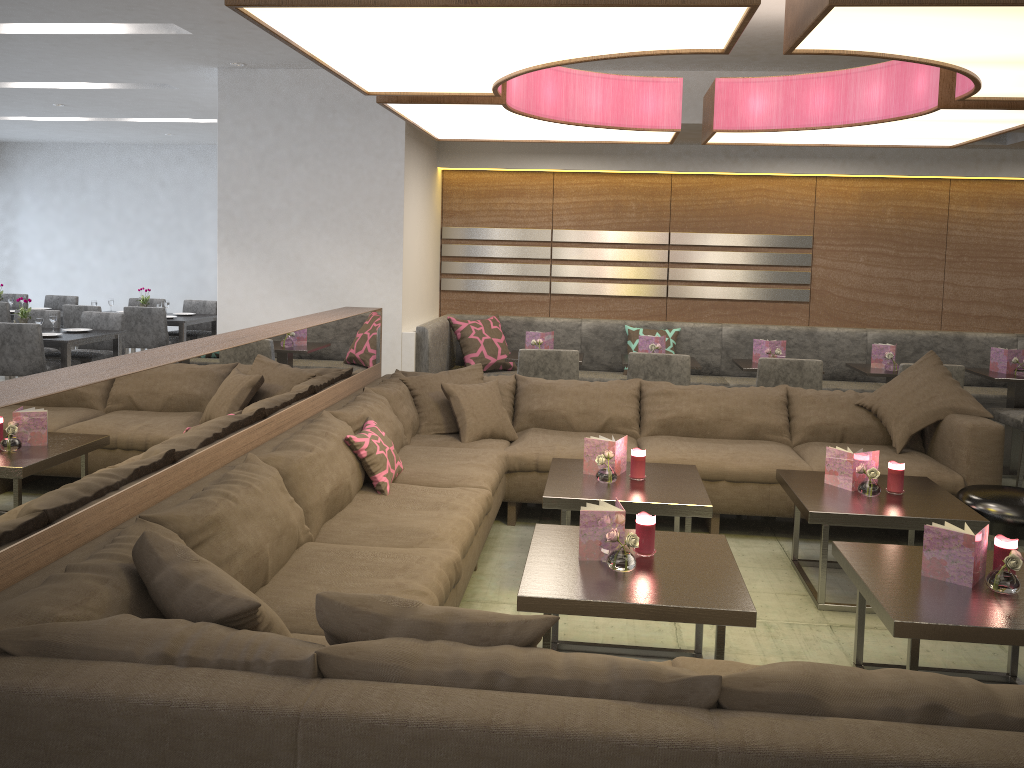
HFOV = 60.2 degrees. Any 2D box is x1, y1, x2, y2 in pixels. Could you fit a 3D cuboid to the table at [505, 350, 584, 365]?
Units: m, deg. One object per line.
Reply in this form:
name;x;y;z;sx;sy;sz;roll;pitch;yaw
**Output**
table;0.224;0.130;6.061;0.506;0.650;0.509;2;6;6

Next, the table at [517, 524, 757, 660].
table;0.370;0.761;2.784;0.658;0.409;0.663;2;8;6

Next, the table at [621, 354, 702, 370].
table;0.985;0.163;5.982;0.506;0.650;0.509;2;6;6

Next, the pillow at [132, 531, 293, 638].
pillow;-0.630;0.529;1.958;0.505;0.354;0.298;7;8;38

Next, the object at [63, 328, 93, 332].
object;-3.419;-0.420;6.954;0.217;0.015;0.219;-1;9;-14

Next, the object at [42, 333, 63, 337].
object;-3.459;-0.362;6.571;0.217;0.015;0.219;-1;9;-14

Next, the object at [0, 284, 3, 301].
object;-5.061;-0.862;8.687;0.154;0.275;0.104;2;5;3

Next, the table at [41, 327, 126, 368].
table;-3.745;-0.082;6.819;1.189;0.630;0.783;2;7;6

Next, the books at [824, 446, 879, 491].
books;1.446;0.356;3.765;0.157;0.163;0.144;-2;7;-29

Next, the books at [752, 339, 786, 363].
books;1.736;-0.218;5.965;0.157;0.163;0.144;-2;7;-29

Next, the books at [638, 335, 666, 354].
books;0.958;-0.251;6.046;0.143;0.163;0.158;5;7;26

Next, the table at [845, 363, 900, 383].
table;2.509;0.228;5.824;0.506;0.650;0.509;2;6;6

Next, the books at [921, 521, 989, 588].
books;1.366;0.514;2.725;0.143;0.163;0.158;7;8;41

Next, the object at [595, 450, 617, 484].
object;0.394;0.347;3.712;0.102;0.131;0.092;-2;7;-29

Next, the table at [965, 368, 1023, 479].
table;3.271;0.260;5.745;0.506;0.650;0.509;2;6;6

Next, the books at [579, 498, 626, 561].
books;0.318;0.469;2.834;0.258;0.163;0.144;-3;8;-30

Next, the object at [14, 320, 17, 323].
object;-3.806;-0.445;6.773;0.070;0.099;0.204;-1;8;-24

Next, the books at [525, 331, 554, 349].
books;0.192;-0.283;6.125;0.143;0.163;0.158;5;7;26

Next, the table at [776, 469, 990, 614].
table;1.487;0.654;3.673;0.658;0.409;0.663;2;8;6

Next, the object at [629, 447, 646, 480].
object;0.539;0.341;3.781;0.075;0.127;0.076;-1;6;-21

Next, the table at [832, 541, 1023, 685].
table;1.382;0.804;2.679;0.658;0.409;0.663;2;8;6

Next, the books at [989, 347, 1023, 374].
books;3.261;-0.153;5.807;0.157;0.163;0.144;0;6;-14

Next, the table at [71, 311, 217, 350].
table;-3.558;-0.349;8.584;1.189;0.630;0.783;2;7;6

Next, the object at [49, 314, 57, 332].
object;-3.586;-0.480;6.908;0.053;0.138;0.053;-2;6;-36

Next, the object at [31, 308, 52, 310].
object;-4.740;-0.752;8.876;0.217;0.015;0.218;-4;10;-31

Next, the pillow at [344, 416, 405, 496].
pillow;-0.566;0.294;3.684;0.180;0.250;0.467;2;8;1

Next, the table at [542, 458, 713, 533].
table;0.476;0.611;3.778;0.658;0.409;0.663;2;8;6

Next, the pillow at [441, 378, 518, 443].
pillow;-0.165;0.151;4.630;0.381;0.320;0.236;-4;8;-39

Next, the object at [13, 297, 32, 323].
object;-3.740;-0.530;6.765;0.154;0.275;0.104;2;5;3

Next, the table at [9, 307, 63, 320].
table;-5.067;-0.413;8.741;1.189;0.630;0.783;2;7;6

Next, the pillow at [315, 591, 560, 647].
pillow;-0.158;0.564;1.799;0.494;0.337;0.314;2;6;0

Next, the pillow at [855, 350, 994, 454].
pillow;2.080;0.088;4.499;0.622;0.509;0.300;4;6;20

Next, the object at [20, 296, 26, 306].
object;-4.900;-0.814;8.852;0.053;0.138;0.053;-2;6;-36

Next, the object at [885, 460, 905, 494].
object;1.591;0.387;3.665;0.075;0.127;0.076;-2;6;-31

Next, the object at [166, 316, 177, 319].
object;-3.272;-0.629;8.337;0.217;0.015;0.219;-1;9;-14

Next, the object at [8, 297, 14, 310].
object;-4.878;-0.776;8.609;0.053;0.138;0.053;-2;6;-36

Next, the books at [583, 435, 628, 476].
books;0.410;0.311;3.874;0.143;0.163;0.158;5;7;26

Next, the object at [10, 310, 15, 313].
object;-4.781;-0.694;8.493;0.217;0.015;0.218;-1;9;-16

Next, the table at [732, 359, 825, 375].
table;1.747;0.195;5.903;0.506;0.650;0.509;2;6;6

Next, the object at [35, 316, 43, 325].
object;-3.563;-0.442;6.665;0.053;0.138;0.053;-2;6;-36

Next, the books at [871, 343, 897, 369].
books;2.477;-0.186;5.888;0.143;0.163;0.158;5;7;26

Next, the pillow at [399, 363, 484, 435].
pillow;-0.330;0.098;4.757;0.526;0.392;0.294;-2;7;-25
